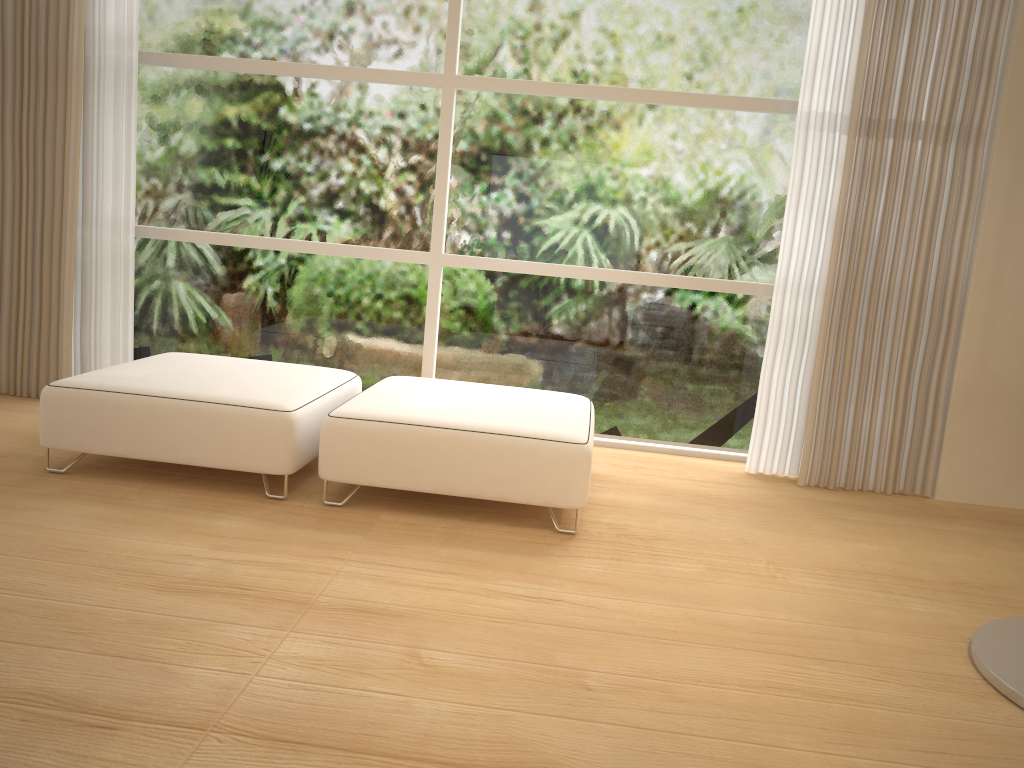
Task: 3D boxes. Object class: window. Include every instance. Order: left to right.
[{"bbox_3d":[-0.298,-1.444,4.238,4.781,3.371,0.071,6,10,5],"label":"window"}]

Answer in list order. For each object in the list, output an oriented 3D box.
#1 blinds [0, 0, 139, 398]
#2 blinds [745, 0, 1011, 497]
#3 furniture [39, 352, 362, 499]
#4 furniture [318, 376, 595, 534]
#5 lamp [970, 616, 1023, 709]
[{"bbox_3d":[-2.211,-1.592,4.148,0.950,3.352,0.211,6,10,4],"label":"blinds"},{"bbox_3d":[1.632,-1.181,3.769,0.814,3.351,0.202,6,10,4],"label":"blinds"},{"bbox_3d":[-1.191,0.124,3.597,0.965,0.346,0.964,6,10,5],"label":"furniture"},{"bbox_3d":[-0.165,0.231,3.510,0.965,0.346,0.964,6,10,5],"label":"furniture"},{"bbox_3d":[1.694,-0.203,2.056,0.817,2.018,0.817,-3,13,-41],"label":"lamp"}]
